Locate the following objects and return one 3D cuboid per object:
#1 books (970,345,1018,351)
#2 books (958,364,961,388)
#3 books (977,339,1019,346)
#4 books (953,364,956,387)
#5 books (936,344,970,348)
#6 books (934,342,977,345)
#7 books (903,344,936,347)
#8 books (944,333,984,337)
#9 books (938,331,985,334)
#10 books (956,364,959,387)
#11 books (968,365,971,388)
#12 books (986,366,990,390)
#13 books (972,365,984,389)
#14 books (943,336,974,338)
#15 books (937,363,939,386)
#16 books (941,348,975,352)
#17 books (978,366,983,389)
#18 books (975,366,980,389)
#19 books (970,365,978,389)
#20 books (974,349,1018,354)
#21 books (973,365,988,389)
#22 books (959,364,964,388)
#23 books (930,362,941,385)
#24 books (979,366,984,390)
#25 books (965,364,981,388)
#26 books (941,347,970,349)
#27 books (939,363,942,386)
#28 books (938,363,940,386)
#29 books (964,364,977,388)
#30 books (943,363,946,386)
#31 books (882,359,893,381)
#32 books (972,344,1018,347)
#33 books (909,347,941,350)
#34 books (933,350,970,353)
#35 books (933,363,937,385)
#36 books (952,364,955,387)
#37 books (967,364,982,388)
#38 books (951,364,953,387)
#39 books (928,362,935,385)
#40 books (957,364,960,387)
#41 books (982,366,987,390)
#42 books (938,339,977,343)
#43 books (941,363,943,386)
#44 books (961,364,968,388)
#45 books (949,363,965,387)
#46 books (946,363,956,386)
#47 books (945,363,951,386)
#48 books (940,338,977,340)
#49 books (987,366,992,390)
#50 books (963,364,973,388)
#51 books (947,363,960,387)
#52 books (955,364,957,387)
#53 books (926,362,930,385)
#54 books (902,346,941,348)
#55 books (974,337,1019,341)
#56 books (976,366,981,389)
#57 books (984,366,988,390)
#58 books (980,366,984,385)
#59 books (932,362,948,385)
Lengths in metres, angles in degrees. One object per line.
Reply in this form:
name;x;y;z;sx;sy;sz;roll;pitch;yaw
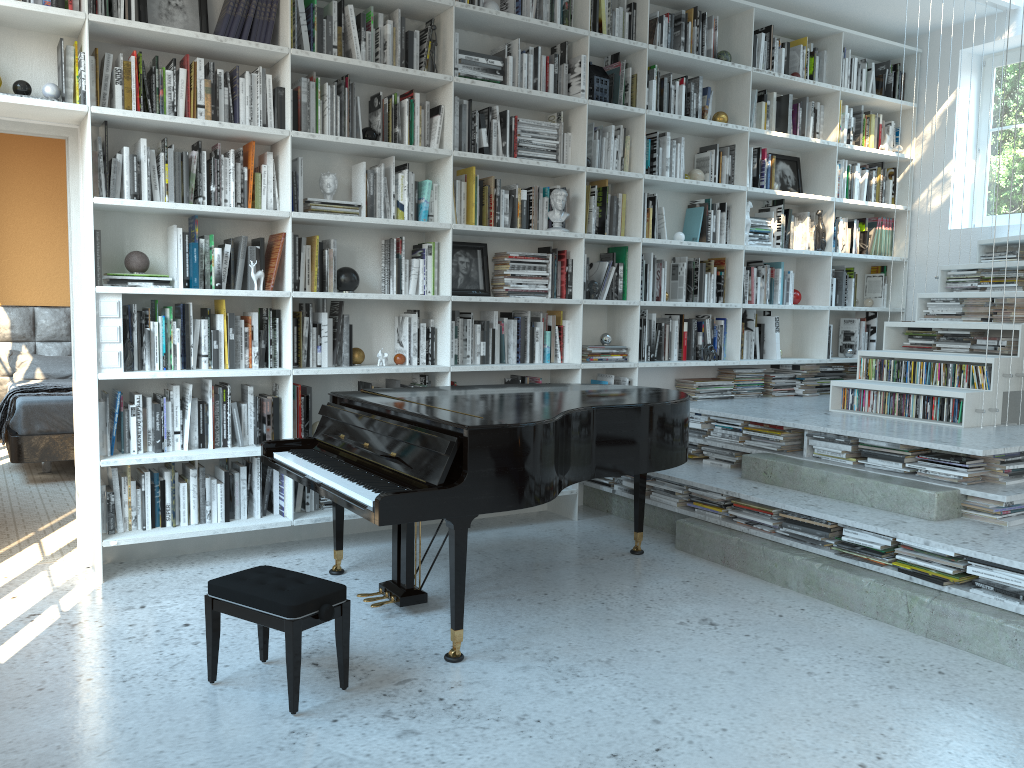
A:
books;2.715;-0.201;4.953;0.172;0.019;0.239;0;5;-6
books;2.462;-0.045;4.804;0.125;0.125;0.008;-2;6;-31
books;2.738;-0.232;4.955;0.141;0.028;0.222;0;5;-12
books;2.447;-0.047;4.828;0.125;0.125;0.007;-2;6;-31
books;2.648;-0.225;5.232;0.175;0.016;0.207;-2;6;-37
books;2.648;-0.239;5.230;0.184;0.014;0.225;-2;6;-34
books;2.537;-0.234;5.425;0.158;0.009;0.216;-3;6;-38
books;2.670;-0.289;5.238;0.133;0.017;0.178;-1;5;-27
books;2.649;-0.304;5.224;0.177;0.014;0.193;-2;6;-37
books;2.455;-0.046;4.816;0.125;0.125;0.008;-2;6;-31
books;2.490;-0.041;4.758;0.125;0.125;0.008;-2;6;-31
books;2.541;-0.031;4.675;0.125;0.123;0.036;-2;6;-31
books;2.505;-0.037;4.735;0.125;0.123;0.034;-2;6;-31
books;2.675;-0.276;5.243;0.129;0.008;0.185;-2;6;-33
books;2.395;-0.055;4.914;0.125;0.125;0.013;-2;6;-31
books;2.662;-0.203;5.243;0.137;0.013;0.198;-1;5;-25
books;2.521;-0.034;4.708;0.125;0.123;0.034;-2;6;-31
books;2.513;-0.035;4.721;0.125;0.123;0.036;-2;6;-31
books;2.495;-0.040;4.750;0.125;0.125;0.011;-2;6;-31
books;2.734;-0.183;4.959;0.136;0.017;0.288;0;5;-8
books;2.509;-0.036;4.728;0.125;0.123;0.035;-2;6;-31
books;2.466;-0.044;4.797;0.125;0.125;0.010;-2;6;-31
books;2.376;-0.058;4.944;0.125;0.125;0.011;-2;6;-31
books;2.525;-0.034;4.701;0.125;0.123;0.035;-2;6;-31
books;2.482;-0.042;4.771;0.125;0.125;0.008;-2;6;-31
books;2.663;-0.213;5.242;0.147;0.008;0.188;-1;5;-27
books;2.403;-0.054;4.900;0.125;0.125;0.007;-2;6;-31
books;2.399;-0.054;4.906;0.125;0.125;0.009;-2;6;-31
books;2.478;-0.042;4.777;0.125;0.125;0.008;-2;6;-31
books;2.414;-0.052;4.883;0.125;0.125;0.018;-2;6;-31
books;2.218;-0.081;5.202;0.125;0.125;0.010;-2;6;-31
books;2.730;-0.214;4.955;0.161;0.007;0.254;0;5;-11
books;2.559;-0.217;5.440;0.130;0.014;0.188;-2;5;-31
books;2.642;-0.194;5.231;0.191;0.004;0.223;-2;6;-35
books;2.387;-0.056;4.926;0.125;0.125;0.016;-2;6;-31
books;2.443;-0.048;4.835;0.125;0.125;0.009;-2;6;-31
books;2.486;-0.041;4.765;0.125;0.125;0.007;-2;6;-31
books;2.438;-0.048;4.843;0.125;0.125;0.010;-2;6;-31
books;2.371;-0.058;4.952;0.125;0.125;0.009;-2;6;-31
books;2.459;-0.045;4.810;0.125;0.125;0.008;-2;6;-31
books;2.533;-0.033;4.688;0.125;0.123;0.035;-2;6;-31
books;2.659;-0.253;5.235;0.149;0.013;0.219;-1;5;-26
books;2.409;-0.053;4.891;0.125;0.125;0.012;-2;6;-31
books;2.470;-0.044;4.791;0.125;0.125;0.010;-2;6;-31
books;2.433;-0.049;4.851;0.125;0.125;0.008;-2;6;-31
books;2.425;-0.050;4.864;0.125;0.125;0.007;-2;6;-31
books;2.421;-0.051;4.871;0.125;0.125;0.009;-2;6;-31
books;2.648;-0.265;5.227;0.189;0.012;0.155;-2;5;-28
books;2.546;-0.031;4.668;0.125;0.123;0.033;-2;6;-31
books;2.474;-0.043;4.784;0.125;0.125;0.008;-2;6;-31
books;2.430;-0.050;4.857;0.125;0.125;0.008;-2;6;-31
books;2.451;-0.046;4.822;0.125;0.125;0.007;-2;6;-31
books;2.366;-0.059;4.961;0.125;0.125;0.013;-2;6;-31
books;2.530;-0.226;5.422;0.188;0.007;0.195;-2;6;-34
books;2.727;-0.253;4.950;0.168;0.014;0.212;0;5;-11
books;2.517;-0.035;4.714;0.125;0.123;0.034;-2;6;-31
books;2.537;-0.032;4.682;0.125;0.123;0.034;-2;6;-31
books;2.529;-0.033;4.695;0.125;0.123;0.036;-2;6;-31
books;2.381;-0.057;4.935;0.125;0.125;0.009;-2;6;-31
